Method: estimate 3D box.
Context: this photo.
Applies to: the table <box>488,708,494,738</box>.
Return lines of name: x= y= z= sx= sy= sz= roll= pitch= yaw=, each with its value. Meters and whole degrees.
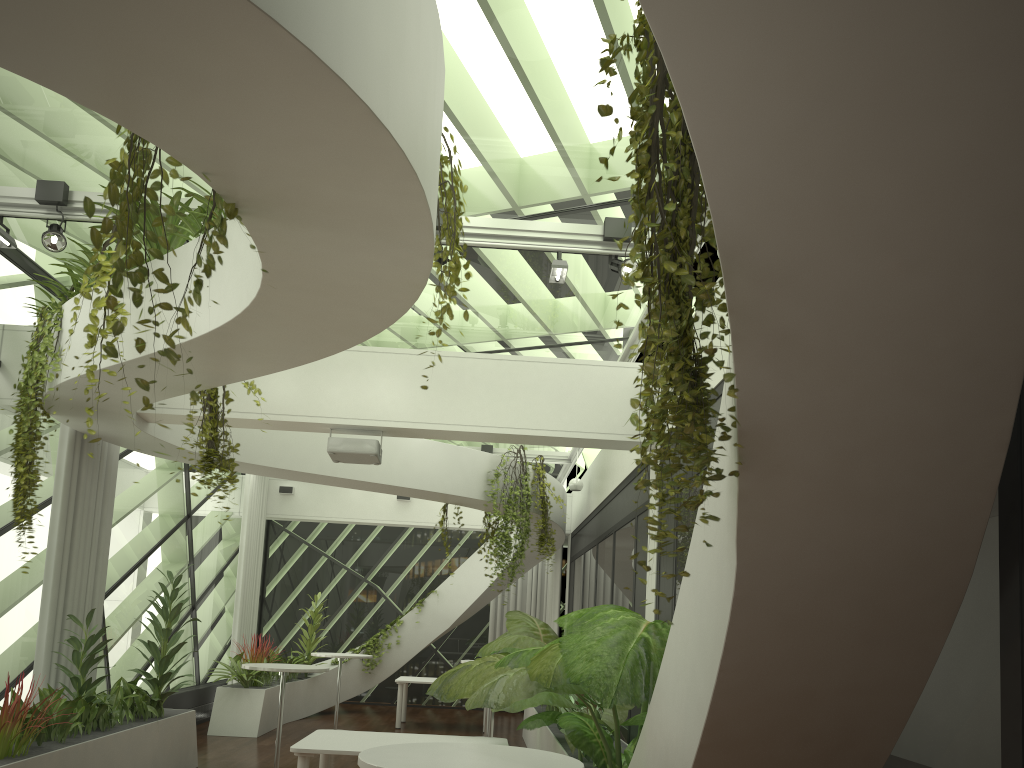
table: x=-0.198 y=3.497 z=8.806 sx=0.859 sy=1.073 sz=0.875 roll=-4 pitch=-12 yaw=33

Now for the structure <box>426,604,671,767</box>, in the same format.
structure: x=0.120 y=2.966 z=8.285 sx=1.782 sy=1.674 sz=9.157 roll=3 pitch=-15 yaw=-1

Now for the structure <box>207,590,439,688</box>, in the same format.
structure: x=-3.260 y=3.902 z=13.726 sx=2.039 sy=1.632 sz=4.889 roll=-4 pitch=-16 yaw=29

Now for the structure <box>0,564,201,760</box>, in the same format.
structure: x=-3.328 y=2.123 z=6.974 sx=0.854 sy=1.560 sz=3.421 roll=3 pitch=-14 yaw=-2

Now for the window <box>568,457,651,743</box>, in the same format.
window: x=1.089 y=3.186 z=11.348 sx=0.050 sy=3.162 sz=7.388 roll=3 pitch=-14 yaw=-1

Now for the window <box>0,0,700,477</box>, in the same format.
window: x=-1.524 y=-0.644 z=8.836 sx=5.688 sy=0.054 sz=17.202 roll=3 pitch=-16 yaw=-1

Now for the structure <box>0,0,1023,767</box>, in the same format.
structure: x=-1.590 y=0.930 z=3.861 sx=5.915 sy=4.121 sz=25.078 roll=2 pitch=-15 yaw=4

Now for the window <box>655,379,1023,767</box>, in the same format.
window: x=1.357 y=1.124 z=3.876 sx=0.050 sy=3.162 sz=7.297 roll=3 pitch=-14 yaw=-1

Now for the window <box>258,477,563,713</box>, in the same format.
window: x=-1.913 y=3.874 z=16.843 sx=5.739 sy=4.551 sz=0.039 roll=3 pitch=-7 yaw=-2

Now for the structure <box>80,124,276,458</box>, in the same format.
structure: x=-1.897 y=-0.732 z=1.751 sx=3.252 sy=1.819 sz=1.244 roll=13 pitch=-13 yaw=-35

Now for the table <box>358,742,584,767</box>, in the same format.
table: x=-0.181 y=1.963 z=3.282 sx=0.859 sy=1.073 sz=0.874 roll=6 pitch=-11 yaw=-16

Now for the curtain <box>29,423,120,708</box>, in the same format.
curtain: x=-4.075 y=1.548 z=8.242 sx=0.160 sy=4.005 sz=1.066 roll=3 pitch=-7 yaw=-2

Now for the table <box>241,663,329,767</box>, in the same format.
table: x=-2.301 y=3.372 z=8.744 sx=0.859 sy=1.073 sz=0.875 roll=-4 pitch=-12 yaw=33

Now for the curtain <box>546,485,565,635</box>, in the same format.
curtain: x=0.759 y=3.917 z=15.872 sx=0.160 sy=4.005 sz=1.020 roll=3 pitch=-7 yaw=-2

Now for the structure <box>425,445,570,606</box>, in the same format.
structure: x=-0.211 y=1.820 z=11.271 sx=1.656 sy=2.029 sz=1.454 roll=11 pitch=-12 yaw=-36

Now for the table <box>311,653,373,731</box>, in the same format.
table: x=-2.429 y=4.353 z=12.301 sx=0.859 sy=1.073 sz=0.875 roll=-4 pitch=-12 yaw=33

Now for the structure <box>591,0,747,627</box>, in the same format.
structure: x=0.526 y=-0.419 z=2.294 sx=0.614 sy=2.073 sz=1.090 roll=2 pitch=-9 yaw=10

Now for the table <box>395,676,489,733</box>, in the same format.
table: x=-1.048 y=4.981 z=13.625 sx=1.500 sy=0.703 sz=1.098 roll=3 pitch=-13 yaw=-2

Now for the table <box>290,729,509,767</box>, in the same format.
table: x=-0.788 y=2.982 z=6.379 sx=1.500 sy=0.703 sz=1.098 roll=3 pitch=-13 yaw=-2

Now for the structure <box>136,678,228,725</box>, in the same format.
structure: x=-4.441 y=3.617 z=8.950 sx=0.259 sy=0.491 sz=15.571 roll=3 pitch=-15 yaw=-1

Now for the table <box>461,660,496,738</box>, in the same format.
table: x=-0.326 y=4.479 z=12.364 sx=0.859 sy=1.073 sz=0.875 roll=-4 pitch=-12 yaw=33

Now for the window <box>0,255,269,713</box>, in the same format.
window: x=-4.469 y=1.417 z=8.486 sx=0.084 sy=4.524 sz=17.235 roll=3 pitch=-15 yaw=-1

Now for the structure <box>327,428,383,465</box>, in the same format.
structure: x=-1.375 y=0.546 z=7.698 sx=0.462 sy=0.270 sz=0.398 roll=3 pitch=-13 yaw=-1

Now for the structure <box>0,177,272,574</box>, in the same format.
structure: x=-2.345 y=0.118 z=5.796 sx=1.465 sy=2.262 sz=4.692 roll=10 pitch=-15 yaw=-37

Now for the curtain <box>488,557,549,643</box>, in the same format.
curtain: x=0.208 y=4.105 z=16.653 sx=1.231 sy=4.005 sz=0.163 roll=3 pitch=-7 yaw=-3
